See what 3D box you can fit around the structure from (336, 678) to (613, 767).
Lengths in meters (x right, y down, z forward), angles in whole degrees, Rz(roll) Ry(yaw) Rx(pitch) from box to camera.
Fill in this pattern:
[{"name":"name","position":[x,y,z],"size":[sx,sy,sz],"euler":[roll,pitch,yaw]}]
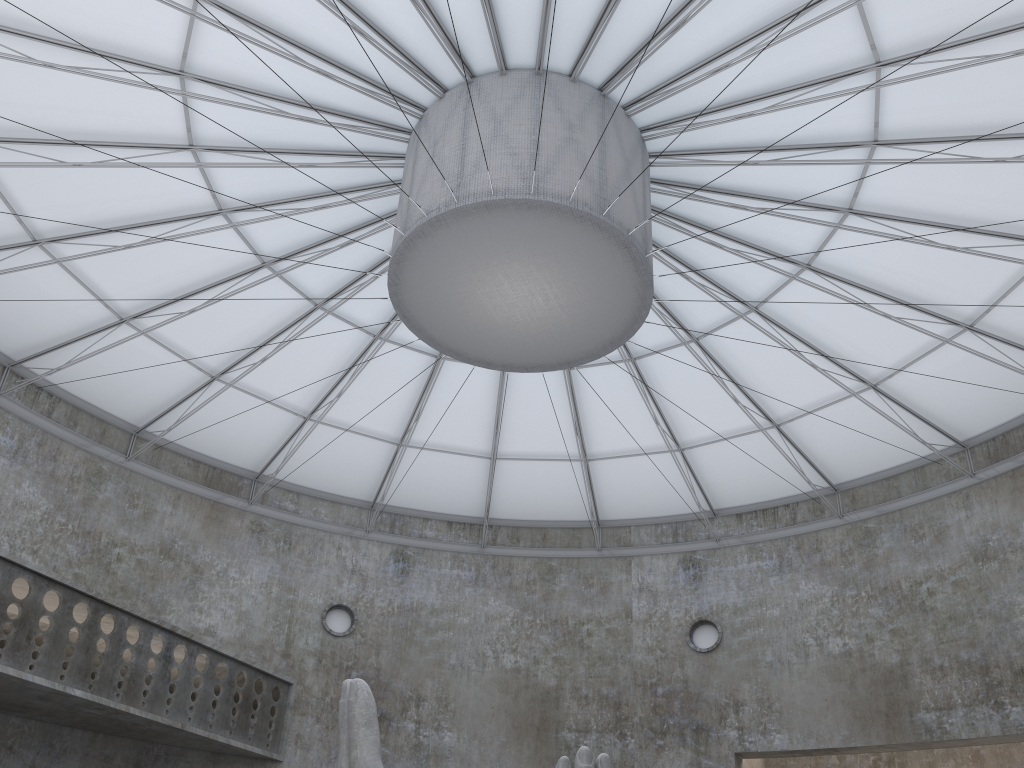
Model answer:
[{"name":"structure","position":[1.621,7.964,15.416],"size":[10.763,5.564,15.977],"euler":[12,-33,-14]}]
